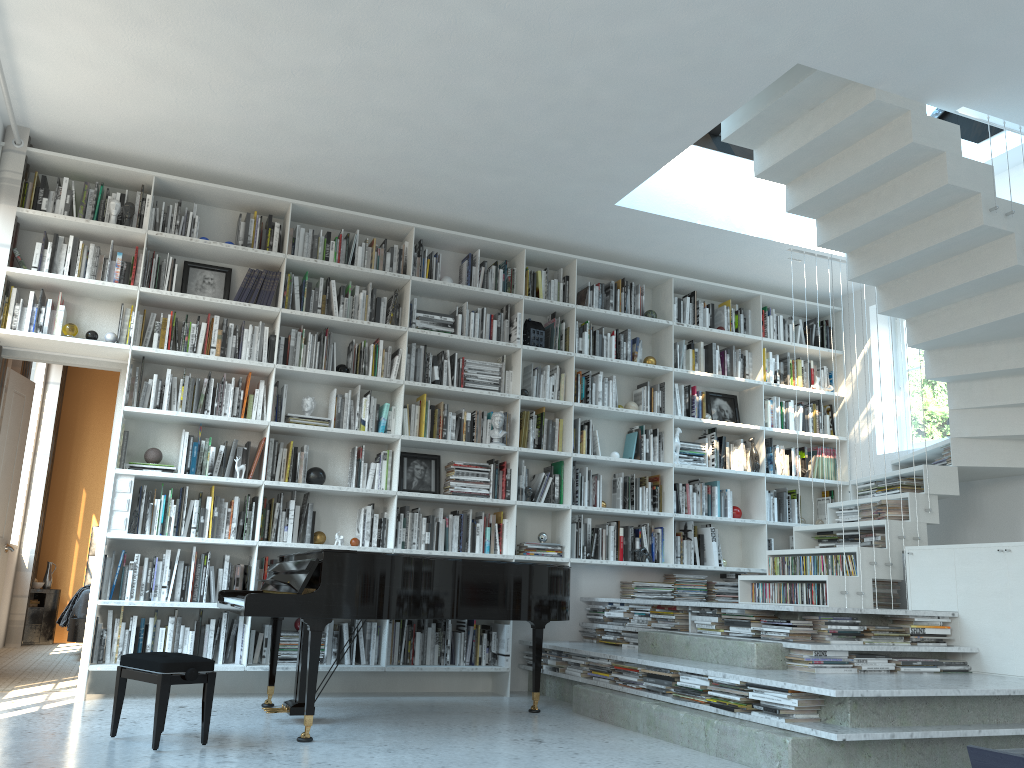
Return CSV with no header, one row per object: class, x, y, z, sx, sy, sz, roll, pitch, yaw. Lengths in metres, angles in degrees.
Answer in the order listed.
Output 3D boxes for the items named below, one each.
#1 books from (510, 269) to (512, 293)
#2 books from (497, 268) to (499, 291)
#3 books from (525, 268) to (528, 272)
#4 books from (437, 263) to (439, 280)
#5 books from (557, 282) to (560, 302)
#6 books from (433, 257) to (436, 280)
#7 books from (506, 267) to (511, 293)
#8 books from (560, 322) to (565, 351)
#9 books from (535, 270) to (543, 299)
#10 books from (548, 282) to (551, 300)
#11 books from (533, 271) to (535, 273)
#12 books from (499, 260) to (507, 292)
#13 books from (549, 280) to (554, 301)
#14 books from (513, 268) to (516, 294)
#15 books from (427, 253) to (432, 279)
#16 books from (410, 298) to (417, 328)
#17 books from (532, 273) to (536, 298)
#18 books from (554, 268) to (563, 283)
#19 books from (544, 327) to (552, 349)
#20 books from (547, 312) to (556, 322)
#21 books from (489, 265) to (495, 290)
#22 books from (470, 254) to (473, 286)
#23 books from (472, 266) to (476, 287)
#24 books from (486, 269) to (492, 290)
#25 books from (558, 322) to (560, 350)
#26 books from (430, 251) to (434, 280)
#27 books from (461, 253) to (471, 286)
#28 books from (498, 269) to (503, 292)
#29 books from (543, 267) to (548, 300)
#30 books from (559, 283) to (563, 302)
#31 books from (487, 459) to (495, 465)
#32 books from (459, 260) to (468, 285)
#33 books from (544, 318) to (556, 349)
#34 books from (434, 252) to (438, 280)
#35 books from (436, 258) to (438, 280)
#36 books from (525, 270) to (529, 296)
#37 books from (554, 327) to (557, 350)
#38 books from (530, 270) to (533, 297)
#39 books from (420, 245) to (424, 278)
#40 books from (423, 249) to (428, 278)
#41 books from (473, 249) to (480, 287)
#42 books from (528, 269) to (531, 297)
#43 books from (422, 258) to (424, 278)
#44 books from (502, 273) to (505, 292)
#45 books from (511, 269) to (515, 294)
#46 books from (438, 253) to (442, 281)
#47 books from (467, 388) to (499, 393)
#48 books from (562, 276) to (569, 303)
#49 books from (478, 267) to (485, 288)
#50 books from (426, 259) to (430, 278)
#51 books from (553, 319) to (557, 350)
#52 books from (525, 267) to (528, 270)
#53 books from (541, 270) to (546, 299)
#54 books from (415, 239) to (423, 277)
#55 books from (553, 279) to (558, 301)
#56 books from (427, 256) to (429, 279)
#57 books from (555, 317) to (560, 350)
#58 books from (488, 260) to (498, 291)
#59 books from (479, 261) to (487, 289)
books,-0.037,-0.716,6.567,0.014,0.243,0.145,7,-14,-22
books,-0.138,-0.720,6.506,0.012,0.216,0.179,7,-14,-22
books,0.080,-0.712,6.598,0.006,0.259,0.166,7,-14,-22
books,-0.552,-0.757,6.349,0.010,0.186,0.152,7,-14,-22
books,0.311,-0.650,6.699,0.025,0.203,0.162,7,-14,-22
books,-0.577,-0.778,6.334,0.016,0.218,0.144,7,-14,-22
books,-0.053,-0.720,6.550,0.028,0.243,0.161,7,-14,-22
books,0.348,-0.316,6.615,0.013,0.247,0.186,7,-14,-22
books,0.175,-0.698,6.630,0.054,0.254,0.191,7,-14,-22
books,0.245,-0.652,6.652,0.022,0.179,0.173,7,-14,-22
books,0.134,-0.700,6.649,0.007,0.263,0.133,7,-14,-22
books,-0.073,-0.752,6.557,0.012,0.307,0.138,7,-14,-22
books,0.266,-0.659,6.664,0.024,0.201,0.180,7,-14,-22
books,-0.007,-0.718,6.579,0.022,0.256,0.137,7,-14,-22
books,-0.606,-0.794,6.337,0.014,0.247,0.139,7,-14,-22
books,-0.707,-0.455,6.193,0.021,0.248,0.192,7,-14,-22
books,0.137,-0.694,6.610,0.015,0.233,0.171,7,-14,-22
books,0.347,-0.705,6.737,0.012,0.329,0.128,7,-14,-22
books,0.251,-0.305,6.605,0.019,0.213,0.156,7,-14,-22
books,0.284,-0.363,6.627,0.025,0.338,0.143,7,-14,-22
books,-0.165,-0.732,6.502,0.023,0.236,0.154,7,-14,-22
books,-0.320,-0.781,6.447,0.011,0.295,0.157,7,-14,-22
books,-0.307,-0.734,6.456,0.031,0.208,0.147,7,-14,-22
books,-0.190,-0.720,6.483,0.033,0.202,0.166,7,-14,-22
books,0.322,-0.320,6.620,0.005,0.254,0.159,7,-14,-22
books,-0.591,-0.801,6.338,0.013,0.264,0.147,7,-14,-22
books,-0.338,-0.784,6.431,0.014,0.291,0.176,7,-14,-22
books,-0.116,-0.714,6.496,0.023,0.201,0.193,7,-14,-22
books,0.231,-0.711,6.661,0.010,0.297,0.168,7,-14,-22
books,0.335,-0.644,6.700,0.022,0.193,0.182,7,-14,-22
books,-0.156,0.682,6.242,0.011,0.298,0.130,7,-14,-22
books,-0.357,-0.759,6.437,0.012,0.245,0.151,7,-14,-22
books,0.272,-0.339,6.585,0.021,0.271,0.190,7,-14,-22
books,-0.566,-0.795,6.340,0.005,0.254,0.168,7,-14,-22
books,-0.566,-0.787,6.360,0.013,0.249,0.148,7,-14,-22
books,0.080,-0.706,6.580,0.007,0.239,0.191,7,-14,-22
books,0.287,-0.303,6.615,0.024,0.216,0.169,7,-14,-22
books,0.121,-0.705,6.625,0.008,0.261,0.142,7,-14,-22
books,-0.661,-0.826,6.314,0.010,0.295,0.153,7,-14,-22
books,-0.637,-0.811,6.306,0.011,0.264,0.163,7,-14,-22
books,-0.277,-0.795,6.457,0.010,0.330,0.186,7,-14,-22
books,0.104,-0.709,6.610,0.034,0.260,0.158,7,-14,-22
books,-0.658,-0.778,6.319,0.011,0.205,0.146,7,-14,-22
books,-0.089,-0.702,6.547,0.014,0.204,0.135,7,-14,-22
books,-0.021,-0.713,6.564,0.014,0.238,0.153,7,-14,-22
books,-0.539,-0.791,6.354,0.011,0.255,0.143,7,-14,-22
books,-0.242,0.062,6.311,0.254,0.012,0.161,7,-14,-19
books,0.377,-0.671,6.707,0.029,0.252,0.186,7,-14,-22
books,-0.254,-0.732,6.460,0.050,0.210,0.173,7,-14,-22
books,-0.627,-0.773,6.316,0.023,0.195,0.172,7,-14,-22
books,0.282,-0.334,6.603,0.022,0.271,0.182,7,-14,-22
books,0.082,-0.718,6.613,0.007,0.278,0.150,7,-14,-22
books,0.205,-0.698,6.667,0.030,0.274,0.151,7,-14,-22
books,-0.674,-0.848,6.320,0.014,0.340,0.145,7,-14,-22
books,0.294,-0.662,6.672,0.031,0.212,0.170,7,-14,-22
books,-0.621,-0.785,6.343,0.006,0.232,0.136,7,-14,-22
books,0.306,-0.340,6.608,0.021,0.287,0.179,7,-14,-22
books,-0.143,-0.749,6.498,0.010,0.269,0.180,7,-14,-22
books,-0.224,-0.753,6.497,0.028,0.269,0.140,7,-14,-22
